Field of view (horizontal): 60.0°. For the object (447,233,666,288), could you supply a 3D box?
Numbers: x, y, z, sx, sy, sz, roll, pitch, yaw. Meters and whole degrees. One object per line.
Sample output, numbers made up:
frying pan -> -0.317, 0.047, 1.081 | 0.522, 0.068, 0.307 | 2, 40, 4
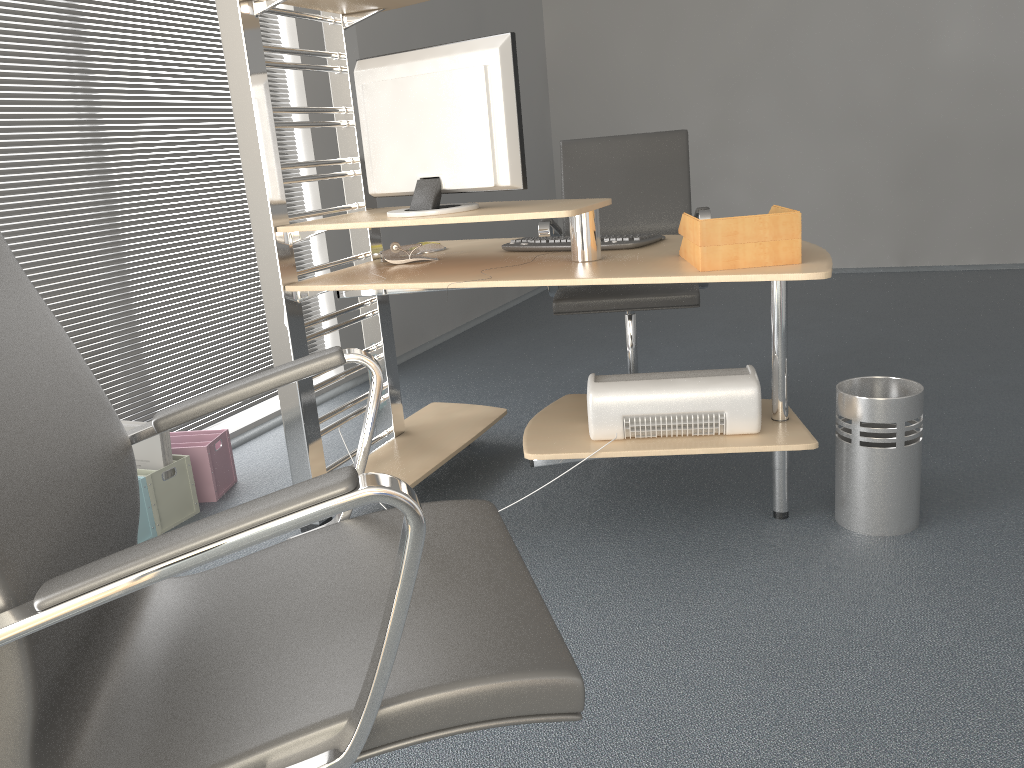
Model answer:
object -> 0.079, -0.338, 2.478 | 0.478, 0.082, 0.814 | 4, 17, 30

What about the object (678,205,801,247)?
object -> 0.535, -0.385, 2.123 | 0.225, 0.060, 0.309 | -4, 15, 3

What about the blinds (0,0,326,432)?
blinds -> -1.366, -1.128, 2.988 | 0.022, 2.770, 1.950 | 1, 16, 23

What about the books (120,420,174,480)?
books -> -1.153, 0.273, 2.777 | 0.220, 0.306, 0.068 | 1, 16, 23

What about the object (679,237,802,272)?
object -> 0.540, -0.331, 2.138 | 0.225, 0.060, 0.309 | -4, 15, 3

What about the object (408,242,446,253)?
object -> -0.284, -0.455, 2.936 | 0.132, 0.026, 0.132 | 1, 16, 23

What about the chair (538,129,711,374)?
chair -> 0.424, -0.366, 3.232 | 0.584, 1.048, 0.652 | -2, 15, 10

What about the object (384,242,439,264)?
object -> -0.304, -0.397, 2.656 | 0.159, 0.064, 0.054 | -8, 15, -9

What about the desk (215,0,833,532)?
desk -> 0.166, -0.427, 2.546 | 1.469, 1.566, 0.967 | 1, 16, 23

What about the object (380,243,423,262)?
object -> -0.343, -0.409, 2.754 | 0.134, 0.042, 0.022 | -12, 16, -23

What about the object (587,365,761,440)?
object -> 0.430, 0.021, 2.408 | 0.438, 0.162, 0.351 | -3, 15, 8

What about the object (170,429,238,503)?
object -> -1.092, 0.283, 2.992 | 0.245, 0.202, 0.185 | -4, 15, 6

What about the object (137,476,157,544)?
object -> -1.224, 0.395, 2.619 | 0.245, 0.202, 0.185 | 1, 16, 23

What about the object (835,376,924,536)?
object -> 0.956, 0.188, 2.319 | 0.208, 0.377, 0.208 | -11, 16, -22

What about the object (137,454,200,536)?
object -> -1.153, 0.344, 2.782 | 0.245, 0.202, 0.185 | 1, 16, 23

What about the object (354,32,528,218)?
object -> -0.235, -0.660, 2.318 | 0.516, 0.418, 0.245 | 10, 21, 44

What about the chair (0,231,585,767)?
chair -> -0.294, 0.283, 1.051 | 0.652, 1.048, 0.584 | -8, 15, -10

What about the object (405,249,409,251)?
object -> -0.361, -0.448, 2.968 | 0.011, 0.011, 0.158 | 1, 16, 20
